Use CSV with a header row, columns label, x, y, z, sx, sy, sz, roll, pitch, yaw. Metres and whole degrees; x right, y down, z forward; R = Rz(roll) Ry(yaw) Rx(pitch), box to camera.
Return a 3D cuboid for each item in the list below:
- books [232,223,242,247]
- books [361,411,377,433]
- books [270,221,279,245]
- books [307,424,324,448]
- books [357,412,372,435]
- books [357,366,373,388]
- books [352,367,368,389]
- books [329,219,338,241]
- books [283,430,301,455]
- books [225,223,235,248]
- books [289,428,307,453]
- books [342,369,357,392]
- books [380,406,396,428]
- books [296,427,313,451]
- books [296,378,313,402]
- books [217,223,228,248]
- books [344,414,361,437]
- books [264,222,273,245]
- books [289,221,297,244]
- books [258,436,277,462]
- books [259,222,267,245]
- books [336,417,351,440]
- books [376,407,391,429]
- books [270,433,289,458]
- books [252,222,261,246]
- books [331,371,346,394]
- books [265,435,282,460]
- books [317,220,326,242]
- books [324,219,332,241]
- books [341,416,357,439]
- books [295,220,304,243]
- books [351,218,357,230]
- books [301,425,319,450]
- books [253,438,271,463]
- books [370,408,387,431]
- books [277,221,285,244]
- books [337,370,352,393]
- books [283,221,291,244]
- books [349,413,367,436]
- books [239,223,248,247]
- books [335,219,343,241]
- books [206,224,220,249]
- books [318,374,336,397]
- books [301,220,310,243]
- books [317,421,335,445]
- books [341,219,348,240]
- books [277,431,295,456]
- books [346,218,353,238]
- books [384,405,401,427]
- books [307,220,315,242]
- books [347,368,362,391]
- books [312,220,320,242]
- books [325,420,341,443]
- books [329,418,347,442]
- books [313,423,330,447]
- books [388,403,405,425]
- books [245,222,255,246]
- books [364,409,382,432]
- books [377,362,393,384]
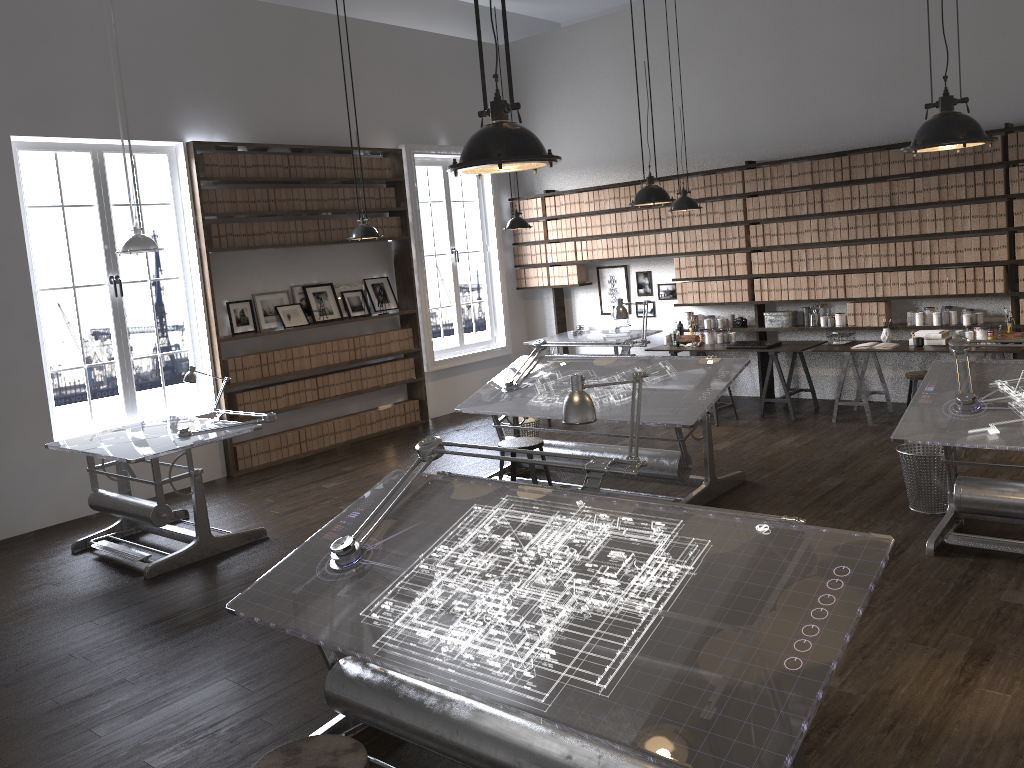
label,x,y,z,sx,sy,sz,roll,pitch,yaw
books,-2.586,-1.367,8.178,0.174,0.224,0.067,1,8,41
books,-1.523,0.402,9.405,0.174,0.224,0.067,1,8,41
books,-2.320,-1.438,8.488,0.174,0.224,0.067,1,8,41
books,-1.974,0.523,8.873,0.174,0.224,0.067,1,8,41
books,-1.568,0.415,9.350,0.174,0.224,0.067,1,8,41
books,-1.565,-0.074,9.361,0.174,0.224,0.067,1,8,41
books,-1.609,-0.061,9.304,0.174,0.224,0.067,1,8,41
books,-1.867,-1.559,9.018,0.174,0.224,0.067,1,8,41
books,-2.158,0.571,8.668,0.174,0.224,0.067,1,8,41
books,-2.635,-1.355,8.128,0.174,0.224,0.067,1,8,41
books,-2.105,0.558,8.721,0.174,0.224,0.067,1,8,41
books,-1.699,-0.038,9.205,0.174,0.224,0.067,1,8,41
books,-1.353,0.356,9.609,0.174,0.224,0.067,1,8,41
books,-2.062,0.545,8.780,0.174,0.224,0.067,1,8,41
books,-2.066,0.060,8.772,0.174,0.224,0.067,1,8,41
books,-2.679,-1.342,8.068,0.174,0.224,0.067,1,8,41
books,-1.663,0.439,9.248,0.174,0.224,0.067,1,8,41
books,-2.368,-1.426,8.434,0.174,0.224,0.067,1,8,41
books,-2.186,-1.474,8.647,0.174,0.224,0.067,1,8,41
books,-2.334,0.619,8.453,0.174,0.224,0.067,1,8,41
books,-2.410,-1.415,8.388,0.174,0.224,0.067,1,8,41
books,-1.749,0.462,9.143,0.174,0.224,0.067,1,8,41
books,-1.398,0.368,9.556,0.174,0.224,0.067,1,8,41
books,-2.249,0.595,8.561,0.174,0.224,0.067,1,8,41
books,-2.449,-1.403,8.335,0.174,0.224,0.067,1,8,41
books,-1.795,-0.013,9.098,0.174,0.224,0.067,1,8,41
books,-2.295,0.607,8.507,0.174,0.224,0.067,1,8,41
books,-1.961,-1.534,8.908,0.174,0.224,0.067,1,8,41
books,-1.917,-1.547,8.968,0.174,0.224,0.067,1,8,41
books,-1.703,0.451,9.191,0.174,0.224,0.067,1,8,41
books,-2.137,-1.486,8.699,0.174,0.224,0.067,1,8,41
books,-1.692,-1.606,9.228,0.174,0.224,0.067,1,8,41
books,-2.018,0.534,8.828,0.174,0.224,0.067,1,8,41
books,-2.380,0.630,8.405,0.174,0.224,0.067,1,8,41
books,-1.437,0.380,9.501,0.174,0.224,0.067,1,8,41
books,-2.278,-1.450,8.543,0.174,0.224,0.067,1,8,41
books,-1.748,-0.025,9.149,0.174,0.224,0.067,1,8,41
books,-2.234,-1.462,8.597,0.174,0.224,0.067,1,8,41
books,-1.616,0.427,9.299,0.174,0.224,0.067,1,8,41
books,-2.543,-1.380,8.234,0.174,0.224,0.067,1,8,41
books,-1.825,-1.571,9.074,0.174,0.224,0.067,1,8,41
books,-2.731,-1.330,8.015,0.174,0.224,0.067,1,8,41
books,-1.881,0.011,8.986,0.174,0.224,0.067,1,8,41
books,-2.091,-1.499,8.754,0.174,0.224,0.067,1,8,41
books,-1.883,0.498,8.984,0.174,0.224,0.067,1,8,41
books,-1.779,-1.583,9.128,0.174,0.224,0.067,1,8,41
books,-2.200,0.583,8.611,0.174,0.224,0.067,1,8,41
books,-1.731,-1.594,9.175,0.174,0.224,0.067,1,8,41
books,-1.304,0.344,9.660,0.174,0.224,0.067,1,8,41
books,-2.053,-1.510,8.804,0.174,0.224,0.067,1,8,41
books,-1.655,-0.049,9.250,0.174,0.224,0.067,1,8,41
books,-2.013,-1.521,8.855,0.174,0.224,0.067,1,8,41
books,-1.834,0.485,9.039,0.174,0.224,0.067,1,8,41
books,-1.788,0.473,9.095,0.174,0.224,0.067,1,8,41
books,-1.927,0.511,8.928,0.174,0.224,0.067,1,8,41
books,-1.261,0.332,9.716,0.174,0.224,0.067,1,8,41
books,-2.497,-1.392,8.288,0.174,0.224,0.067,1,8,41
books,-1.484,0.391,9.454,0.174,0.224,0.067,1,8,41
books,-1.383,-0.122,9.574,0.174,0.224,0.067,1,8,41
